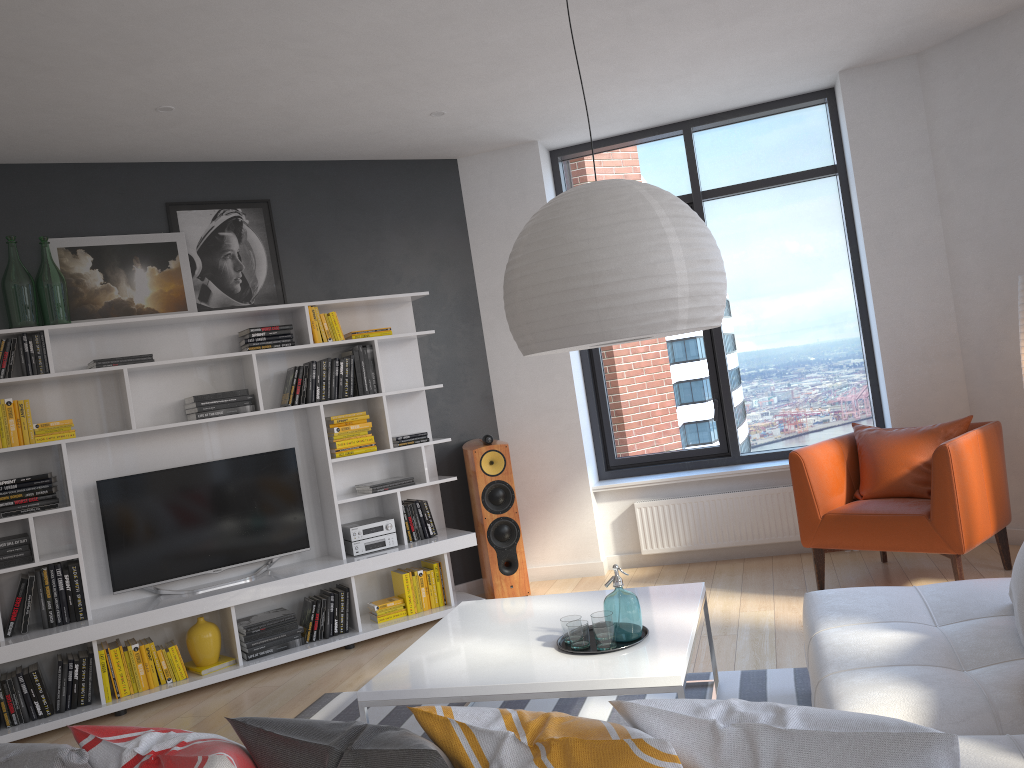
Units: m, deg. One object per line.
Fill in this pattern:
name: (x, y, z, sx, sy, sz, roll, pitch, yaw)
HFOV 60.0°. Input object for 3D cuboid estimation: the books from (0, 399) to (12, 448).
books: (-2.644, 0.209, 4.635, 0.019, 0.251, 0.180, -9, 0, -29)

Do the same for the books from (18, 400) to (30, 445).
books: (-2.571, 0.206, 4.671, 0.024, 0.234, 0.172, -9, 0, -29)

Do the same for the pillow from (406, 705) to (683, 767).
pillow: (0.834, 0.659, 1.965, 2.095, 0.440, 0.630, -9, 0, -27)

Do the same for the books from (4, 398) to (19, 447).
books: (-2.619, 0.205, 4.646, 0.035, 0.250, 0.185, -9, 0, -29)

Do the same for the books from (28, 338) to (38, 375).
books: (-2.542, -0.135, 4.704, 0.021, 0.200, 0.147, -9, 0, -29)

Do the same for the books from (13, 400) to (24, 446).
books: (-2.594, 0.207, 4.662, 0.023, 0.239, 0.169, -9, 0, -29)

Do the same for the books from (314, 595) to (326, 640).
books: (-1.145, 1.378, 5.239, 0.081, 0.233, 0.169, -9, 0, -30)

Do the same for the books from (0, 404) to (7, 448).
books: (-2.651, 0.223, 4.609, 0.024, 0.229, 0.156, -9, 0, -29)

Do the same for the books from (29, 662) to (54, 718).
books: (-2.408, 1.562, 4.537, 0.083, 0.249, 0.191, -9, 0, -29)

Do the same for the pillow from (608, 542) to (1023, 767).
pillow: (1.087, 0.601, 2.150, 0.580, 0.456, 2.156, -8, 0, 42)

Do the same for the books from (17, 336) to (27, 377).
books: (-2.585, -0.137, 4.680, 0.021, 0.221, 0.156, -9, 0, -29)

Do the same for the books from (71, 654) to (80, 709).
books: (-2.277, 1.545, 4.615, 0.071, 0.243, 0.179, -9, 0, -30)

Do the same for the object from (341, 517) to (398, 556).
object: (-0.897, 0.944, 5.504, 0.285, 0.174, 0.270, -9, 0, -29)

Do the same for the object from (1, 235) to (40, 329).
object: (-2.609, -0.533, 4.683, 0.157, 0.507, 0.157, -9, 0, -15)

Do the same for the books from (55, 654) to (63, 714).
books: (-2.349, 1.548, 4.594, 0.066, 0.260, 0.197, -9, 0, -29)

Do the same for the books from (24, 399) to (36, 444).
books: (-2.550, 0.203, 4.687, 0.024, 0.234, 0.172, -9, 0, -29)

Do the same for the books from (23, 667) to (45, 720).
books: (-2.436, 1.571, 4.517, 0.066, 0.242, 0.177, -9, 0, -29)

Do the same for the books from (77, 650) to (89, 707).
books: (-2.250, 1.538, 4.644, 0.084, 0.249, 0.191, -9, 0, -29)

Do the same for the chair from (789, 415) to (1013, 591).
chair: (2.152, 0.642, 4.826, 0.843, 0.858, 0.896, -9, 0, -42)

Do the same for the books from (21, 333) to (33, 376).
books: (-2.567, -0.146, 4.696, 0.025, 0.232, 0.176, -9, 0, -29)

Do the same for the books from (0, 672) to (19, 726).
books: (-2.532, 1.588, 4.476, 0.053, 0.240, 0.189, -9, 0, -29)

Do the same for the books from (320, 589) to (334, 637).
books: (-1.103, 1.361, 5.279, 0.075, 0.254, 0.192, -9, 0, -30)

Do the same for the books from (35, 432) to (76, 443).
books: (-2.435, 0.287, 4.727, 0.190, 0.033, 0.147, -9, 0, -29)

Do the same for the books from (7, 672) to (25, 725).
books: (-2.508, 1.585, 4.482, 0.049, 0.236, 0.170, -9, 0, -29)

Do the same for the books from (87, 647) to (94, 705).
books: (-2.222, 1.529, 4.661, 0.066, 0.260, 0.197, -9, 0, -29)

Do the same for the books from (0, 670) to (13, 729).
books: (-2.564, 1.577, 4.464, 0.053, 0.268, 0.202, -9, 0, -29)

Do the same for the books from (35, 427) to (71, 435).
books: (-2.437, 0.250, 4.711, 0.169, 0.018, 0.113, -9, 0, -28)

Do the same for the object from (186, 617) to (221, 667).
object: (-1.709, 1.421, 4.917, 0.185, 0.257, 0.185, -8, 0, 39)

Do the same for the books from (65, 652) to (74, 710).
books: (-2.307, 1.545, 4.614, 0.075, 0.254, 0.192, -9, 0, -30)

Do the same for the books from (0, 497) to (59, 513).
books: (-2.528, 0.633, 4.645, 0.270, 0.025, 0.189, -9, 0, -30)

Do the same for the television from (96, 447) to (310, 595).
television: (-1.748, 0.805, 5.119, 1.102, 0.704, 0.207, -9, 0, -29)

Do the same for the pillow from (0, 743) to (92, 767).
pillow: (0.180, 0.738, 1.933, 2.953, 0.453, 0.647, -9, 0, 4)

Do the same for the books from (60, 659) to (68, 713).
books: (-2.315, 1.553, 4.580, 0.069, 0.242, 0.172, -9, 0, -28)

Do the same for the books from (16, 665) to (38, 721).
books: (-2.466, 1.570, 4.509, 0.066, 0.255, 0.193, -9, 0, -29)

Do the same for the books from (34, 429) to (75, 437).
books: (-2.439, 0.264, 4.731, 0.196, 0.011, 0.148, -9, 0, -29)

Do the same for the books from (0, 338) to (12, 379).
books: (-2.657, -0.123, 4.653, 0.087, 0.214, 0.171, -9, 0, -29)

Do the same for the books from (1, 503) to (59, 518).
books: (-2.524, 0.658, 4.643, 0.263, 0.026, 0.189, -9, 0, -31)

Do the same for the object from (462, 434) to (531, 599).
object: (-0.120, 0.869, 5.888, 0.290, 1.088, 0.434, -9, 0, -14)

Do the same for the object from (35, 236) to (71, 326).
object: (-2.502, -0.549, 4.808, 0.157, 0.507, 0.157, -9, 0, -15)

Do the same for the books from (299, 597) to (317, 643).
books: (-1.206, 1.387, 5.216, 0.104, 0.234, 0.182, -9, 0, -29)

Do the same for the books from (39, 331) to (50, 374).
books: (-2.491, -0.158, 4.726, 0.019, 0.230, 0.174, -9, 0, -29)

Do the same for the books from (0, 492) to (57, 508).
books: (-2.547, 0.608, 4.658, 0.266, 0.030, 0.209, -9, 0, -31)

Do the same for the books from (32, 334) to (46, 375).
books: (-2.518, -0.147, 4.719, 0.038, 0.218, 0.169, -9, 0, -29)

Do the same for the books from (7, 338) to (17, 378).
books: (-2.626, -0.128, 4.655, 0.074, 0.212, 0.154, -9, 0, -30)

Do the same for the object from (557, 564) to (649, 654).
object: (0.303, 0.777, 3.145, 0.330, 0.265, 0.330, -8, 0, 40)

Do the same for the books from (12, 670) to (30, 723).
books: (-2.485, 1.578, 4.486, 0.050, 0.242, 0.169, -9, 0, -30)

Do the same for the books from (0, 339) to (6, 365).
books: (-2.682, -0.120, 4.632, 0.096, 0.213, 0.166, -9, 0, -31)

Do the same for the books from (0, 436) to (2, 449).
books: (-2.680, 0.210, 4.618, 0.015, 0.263, 0.199, -9, 0, -29)

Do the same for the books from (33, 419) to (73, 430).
books: (-2.453, 0.216, 4.737, 0.186, 0.026, 0.138, -9, 0, -29)

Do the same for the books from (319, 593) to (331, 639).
books: (-1.110, 1.370, 5.245, 0.069, 0.242, 0.172, -9, 0, -28)

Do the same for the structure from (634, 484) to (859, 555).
structure: (1.571, 0.930, 5.868, 1.474, 0.460, 0.110, -9, 0, 16)

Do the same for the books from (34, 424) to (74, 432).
books: (-2.441, 0.235, 4.727, 0.187, 0.014, 0.134, -9, 0, -29)

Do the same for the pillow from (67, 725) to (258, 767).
pillow: (0.186, 0.768, 1.588, 2.250, 0.449, 0.575, -9, 0, 13)

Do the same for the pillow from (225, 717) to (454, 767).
pillow: (0.494, 0.695, 1.505, 2.120, 0.436, 0.608, -9, 0, 12)

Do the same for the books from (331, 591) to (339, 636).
books: (-1.076, 1.364, 5.287, 0.068, 0.243, 0.179, -9, 0, -30)
